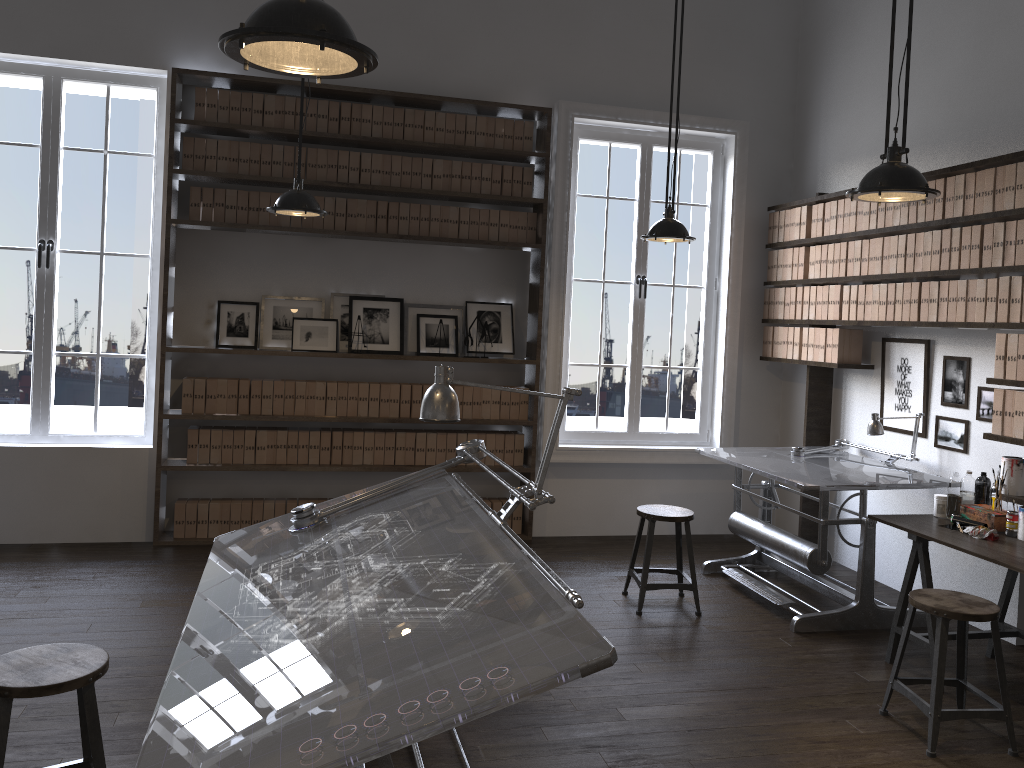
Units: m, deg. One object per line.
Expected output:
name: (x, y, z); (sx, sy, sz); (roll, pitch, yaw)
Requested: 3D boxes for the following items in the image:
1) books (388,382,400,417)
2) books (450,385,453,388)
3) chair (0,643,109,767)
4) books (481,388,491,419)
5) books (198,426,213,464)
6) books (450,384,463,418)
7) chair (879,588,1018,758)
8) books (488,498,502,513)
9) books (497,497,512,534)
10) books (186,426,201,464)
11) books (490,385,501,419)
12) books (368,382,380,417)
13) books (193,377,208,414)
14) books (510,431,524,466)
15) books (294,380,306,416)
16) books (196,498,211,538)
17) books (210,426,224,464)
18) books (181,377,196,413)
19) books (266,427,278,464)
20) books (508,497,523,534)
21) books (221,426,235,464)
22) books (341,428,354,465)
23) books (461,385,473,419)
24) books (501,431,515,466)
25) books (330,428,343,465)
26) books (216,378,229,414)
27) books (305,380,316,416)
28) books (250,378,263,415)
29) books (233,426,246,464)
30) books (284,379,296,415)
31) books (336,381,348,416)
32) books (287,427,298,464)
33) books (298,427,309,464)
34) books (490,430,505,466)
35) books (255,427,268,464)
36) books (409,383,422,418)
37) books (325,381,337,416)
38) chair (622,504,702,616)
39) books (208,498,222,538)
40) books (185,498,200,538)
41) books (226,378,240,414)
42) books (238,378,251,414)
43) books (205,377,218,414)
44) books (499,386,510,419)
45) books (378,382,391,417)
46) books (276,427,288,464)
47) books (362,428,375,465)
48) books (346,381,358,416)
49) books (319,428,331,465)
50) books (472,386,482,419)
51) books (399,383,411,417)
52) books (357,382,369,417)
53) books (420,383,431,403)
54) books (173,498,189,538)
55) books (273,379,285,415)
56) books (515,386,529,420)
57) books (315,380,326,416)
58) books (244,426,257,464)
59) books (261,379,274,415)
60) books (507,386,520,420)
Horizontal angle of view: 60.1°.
books: (-0.816, 0.109, 6.071); (0.066, 0.225, 0.175); (2, 2, -14)
books: (-0.460, 0.119, 6.160); (0.066, 0.225, 0.175); (2, 2, -14)
chair: (-1.285, 1.028, 2.425); (0.371, 0.527, 0.359); (1, 2, -35)
books: (-0.199, 0.127, 6.222); (0.066, 0.225, 0.175); (2, 2, -14)
books: (-2.002, 0.396, 5.785); (0.066, 0.225, 0.175); (2, 2, -14)
books: (-0.391, 0.121, 6.177); (0.066, 0.225, 0.175); (2, 2, -14)
chair: (1.687, 1.097, 3.411); (0.358, 0.527, 0.372); (2, 2, -5)
books: (-0.127, 0.933, 6.260); (0.067, 0.225, 0.175); (2, 2, -14)
books: (-0.056, 0.934, 6.283); (0.066, 0.225, 0.175); (2, 2, -14)
books: (-2.073, 0.394, 5.768); (0.067, 0.225, 0.175); (2, 2, -14)
books: (-0.134, 0.129, 6.236); (0.067, 0.225, 0.175); (2, 2, -14)
books: (-0.946, 0.105, 6.035); (0.066, 0.225, 0.175); (2, 2, -14)
books: (-2.028, 0.073, 5.769); (0.066, 0.225, 0.175); (2, 2, -14)
books: (0.030, 0.456, 6.286); (0.066, 0.225, 0.175); (2, 2, -14)
books: (-1.416, 0.091, 5.920); (0.067, 0.225, 0.175); (2, 2, -14)
books: (-2.018, 0.877, 5.796); (0.067, 0.225, 0.175); (2, 2, -14)
books: (-1.933, 0.398, 5.805); (0.066, 0.225, 0.175); (2, 2, -14)
books: (-2.099, 0.071, 5.755); (0.066, 0.225, 0.175); (2, 2, -14)
books: (-1.598, 0.408, 5.889); (0.066, 0.225, 0.175); (2, 2, -14)
books: (0.018, 0.937, 6.299); (0.066, 0.225, 0.175); (2, 2, -14)
books: (-1.866, 0.400, 5.826); (0.066, 0.225, 0.175); (2, 2, -14)
books: (-1.117, 0.422, 6.009); (0.066, 0.225, 0.175); (2, 2, -14)
books: (-0.324, 0.124, 6.188); (0.067, 0.225, 0.175); (2, 2, -14)
books: (-0.039, 0.453, 6.273); (0.066, 0.225, 0.175); (2, 2, -14)
books: (-1.188, 0.420, 5.986); (0.067, 0.225, 0.175); (2, 2, -14)
books: (-1.897, 0.077, 5.806); (0.066, 0.225, 0.175); (2, 2, -14)
books: (-1.352, 0.093, 5.940); (0.066, 0.225, 0.175); (2, 2, -14)
books: (-1.690, 0.083, 5.859); (0.066, 0.225, 0.175); (2, 2, -14)
books: (-1.798, 0.402, 5.841); (0.066, 0.225, 0.175); (2, 2, -14)
books: (-1.483, 0.089, 5.909); (0.066, 0.225, 0.175); (2, 2, -14)
books: (-1.153, 0.099, 5.990); (0.066, 0.225, 0.175); (2, 2, -14)
books: (-1.468, 0.411, 5.922); (0.066, 0.225, 0.175); (2, 2, -14)
books: (-1.399, 0.413, 5.939); (0.066, 0.225, 0.175); (2, 2, -14)
books: (-0.108, 0.451, 6.256); (0.066, 0.225, 0.175); (2, 2, -14)
books: (-1.659, 0.406, 5.873); (0.066, 0.225, 0.175); (2, 2, -14)
books: (-0.669, 0.113, 6.104); (0.067, 0.225, 0.175); (2, 2, -14)
books: (-1.220, 0.097, 5.969); (0.067, 0.225, 0.175); (2, 2, -14)
chair: (0.829, 0.956, 4.858); (0.358, 0.527, 0.372); (2, 2, -5)
books: (-1.948, 0.879, 5.816); (0.066, 0.225, 0.175); (2, 2, -14)
books: (-2.087, 0.875, 5.784); (0.066, 0.225, 0.175); (2, 2, -14)
books: (-1.834, 0.079, 5.824); (0.066, 0.225, 0.175); (2, 2, -14)
books: (-1.761, 0.081, 5.836); (0.067, 0.225, 0.175); (2, 2, -14)
books: (-1.958, 0.076, 5.786); (0.067, 0.225, 0.175); (2, 2, -14)
books: (-0.067, 0.131, 6.256); (0.066, 0.225, 0.175); (2, 2, -14)
books: (-0.876, 0.107, 6.052); (0.067, 0.225, 0.175); (2, 2, -14)
books: (-1.532, 0.410, 5.901); (0.067, 0.225, 0.175); (2, 2, -14)
books: (-0.982, 0.426, 6.039); (0.066, 0.225, 0.175); (2, 2, -14)
books: (-1.086, 0.101, 6.008); (0.066, 0.225, 0.175); (2, 2, -14)
books: (-1.262, 0.417, 5.974); (0.066, 0.225, 0.175); (2, 2, -14)
books: (-0.261, 0.125, 6.208); (0.066, 0.225, 0.175); (2, 2, -14)
books: (-0.742, 0.111, 6.092); (0.066, 0.225, 0.175); (2, 2, -14)
books: (-1.017, 0.103, 6.021); (0.066, 0.225, 0.175); (2, 2, -14)
books: (-0.598, 0.115, 6.127); (0.066, 0.225, 0.175); (2, 2, -14)
books: (-2.155, 0.873, 5.769); (0.066, 0.225, 0.175); (2, 2, -14)
books: (-1.552, 0.087, 5.893); (0.066, 0.225, 0.175); (2, 2, -14)
books: (0.065, 0.135, 6.283); (0.067, 0.225, 0.175); (2, 2, -14)
books: (-1.291, 0.095, 5.954); (0.066, 0.225, 0.175); (2, 2, -14)
books: (-1.729, 0.404, 5.854); (0.067, 0.225, 0.175); (2, 2, -14)
books: (-1.620, 0.085, 5.872); (0.066, 0.225, 0.175); (2, 2, -14)
books: (0.000, 0.132, 6.275); (0.066, 0.225, 0.175); (2, 2, -14)
